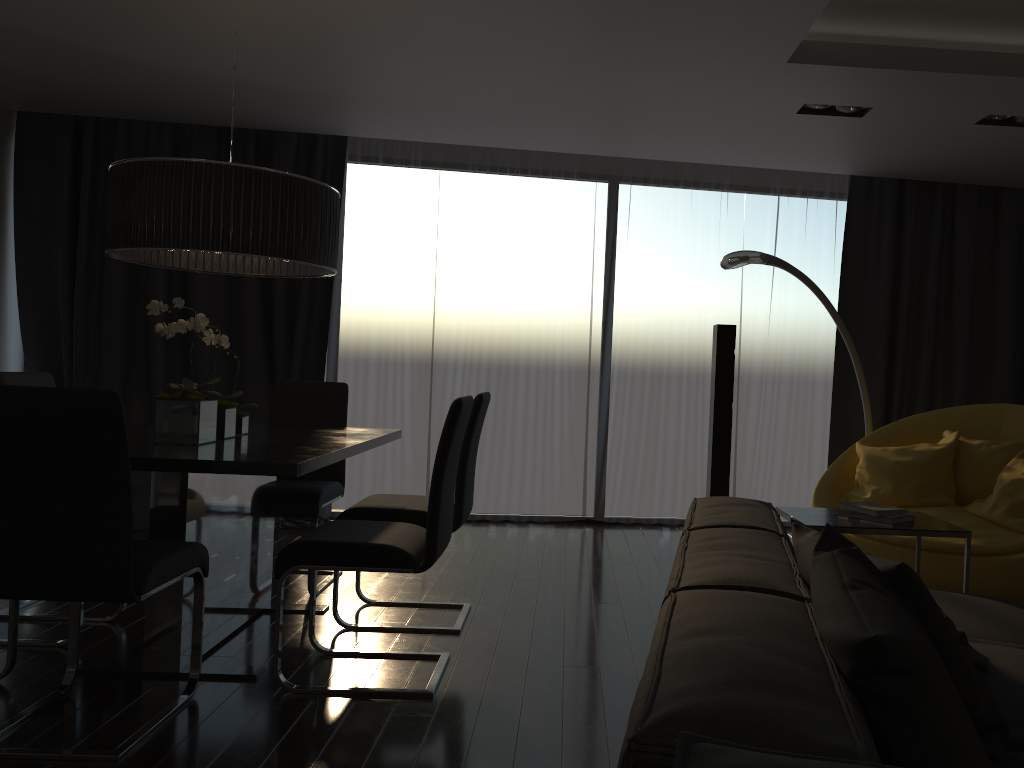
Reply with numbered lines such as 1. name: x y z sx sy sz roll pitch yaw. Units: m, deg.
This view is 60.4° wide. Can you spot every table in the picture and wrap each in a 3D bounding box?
1. table: 1.338 0.790 3.340 0.602 0.563 0.449 3 0 0
2. table: -1.112 0.580 3.346 1.042 0.760 1.601 3 1 2

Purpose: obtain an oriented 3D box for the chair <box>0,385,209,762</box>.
1. chair: -1.189 0.486 2.505 0.428 0.964 0.571 3 0 1

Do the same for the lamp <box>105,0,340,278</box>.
1. lamp: -1.057 -1.000 3.334 0.774 1.102 0.834 3 0 25

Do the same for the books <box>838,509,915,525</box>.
1. books: 1.382 0.499 3.343 0.171 0.023 0.219 2 1 -40

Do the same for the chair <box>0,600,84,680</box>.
1. chair: -1.819 0.451 2.958 0.574 0.964 0.427 3 0 0

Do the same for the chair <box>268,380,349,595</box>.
1. chair: -1.056 0.469 4.205 0.428 0.964 0.571 3 0 1

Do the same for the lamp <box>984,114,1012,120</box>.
1. lamp: 2.568 -1.438 4.651 0.171 0.077 0.182 3 1 20

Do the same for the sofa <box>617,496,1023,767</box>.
1. sofa: 1.609 0.751 1.668 2.690 0.704 2.528 3 1 10

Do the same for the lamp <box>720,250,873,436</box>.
1. lamp: 3.050 0.226 5.743 4.403 1.779 0.559 2 0 -22

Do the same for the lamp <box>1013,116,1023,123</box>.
1. lamp: 2.749 -1.430 4.659 0.173 0.077 0.180 3 1 13

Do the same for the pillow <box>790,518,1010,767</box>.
1. pillow: 1.064 0.479 1.256 1.113 0.431 1.991 2 1 -37

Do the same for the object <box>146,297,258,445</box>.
1. object: -1.158 -0.053 3.248 0.312 0.501 0.570 3 0 -1

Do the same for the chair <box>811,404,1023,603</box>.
1. chair: 2.289 0.596 4.497 1.194 1.005 1.441 2 1 -33

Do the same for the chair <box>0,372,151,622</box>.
1. chair: -1.774 0.444 3.658 0.574 0.964 0.427 3 0 0

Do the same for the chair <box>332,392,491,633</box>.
1. chair: -0.409 0.505 3.719 0.574 0.964 0.427 3 0 0

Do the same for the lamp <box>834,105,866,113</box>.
1. lamp: 1.781 -1.473 4.616 0.173 0.077 0.180 3 1 13

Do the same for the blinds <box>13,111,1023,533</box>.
1. blinds: 0.592 -0.437 6.064 7.625 2.894 0.734 2 0 -10

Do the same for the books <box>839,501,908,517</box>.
1. books: 1.375 0.475 3.354 0.161 0.022 0.197 2 1 -23

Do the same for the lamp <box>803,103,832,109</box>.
1. lamp: 1.600 -1.481 4.607 0.179 0.077 0.175 3 1 -4

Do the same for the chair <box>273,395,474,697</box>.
1. chair: -0.455 0.512 3.020 0.574 0.964 0.427 3 0 0
